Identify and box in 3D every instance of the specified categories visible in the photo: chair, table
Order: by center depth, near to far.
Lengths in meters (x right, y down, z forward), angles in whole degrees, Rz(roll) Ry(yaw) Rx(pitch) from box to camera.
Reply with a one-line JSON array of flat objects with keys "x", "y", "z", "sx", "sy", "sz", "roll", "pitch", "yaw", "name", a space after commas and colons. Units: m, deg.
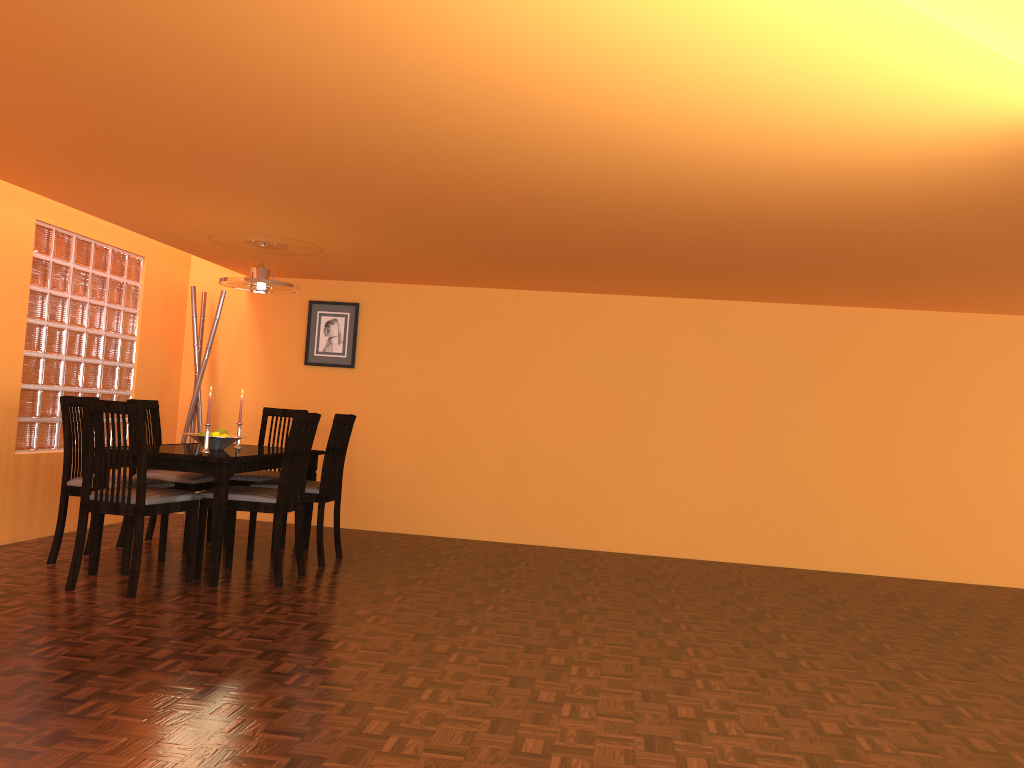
[{"x": -1.637, "y": 0.481, "z": 3.861, "sx": 0.373, "sy": 0.809, "sz": 0.465, "roll": 4, "pitch": -2, "yaw": 12, "name": "chair"}, {"x": -1.204, "y": 0.526, "z": 4.248, "sx": 0.465, "sy": 0.809, "sz": 0.373, "roll": 4, "pitch": -2, "yaw": 7, "name": "chair"}, {"x": -1.962, "y": 0.476, "z": 4.349, "sx": 0.465, "sy": 0.809, "sz": 0.373, "roll": 4, "pitch": -2, "yaw": 7, "name": "chair"}, {"x": -1.526, "y": 0.628, "z": 4.570, "sx": 0.697, "sy": 0.584, "sz": 1.259, "roll": 4, "pitch": -2, "yaw": 7, "name": "table"}, {"x": -1.131, "y": 0.552, "z": 4.820, "sx": 0.465, "sy": 0.809, "sz": 0.373, "roll": 4, "pitch": -2, "yaw": 7, "name": "chair"}, {"x": -1.889, "y": 0.503, "z": 4.920, "sx": 0.465, "sy": 0.809, "sz": 0.373, "roll": 4, "pitch": -2, "yaw": 7, "name": "chair"}, {"x": -1.444, "y": 0.548, "z": 5.309, "sx": 0.373, "sy": 0.809, "sz": 0.465, "roll": 4, "pitch": -2, "yaw": 2, "name": "chair"}]

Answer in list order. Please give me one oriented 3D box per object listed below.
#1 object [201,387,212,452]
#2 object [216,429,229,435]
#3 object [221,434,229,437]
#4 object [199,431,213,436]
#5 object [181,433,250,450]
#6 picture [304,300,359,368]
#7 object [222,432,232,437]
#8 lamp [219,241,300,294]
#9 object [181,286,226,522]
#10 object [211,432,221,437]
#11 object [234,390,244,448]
[{"x": -1.464, "y": 0.165, "z": 4.278, "sx": 0.044, "sy": 0.326, "sz": 0.044, "roll": 4, "pitch": -2, "yaw": -4, "name": "object"}, {"x": -1.512, "y": 0.266, "z": 4.616, "sx": 0.069, "sy": 0.066, "sz": 0.069, "roll": 3, "pitch": -2, "yaw": 17, "name": "object"}, {"x": -1.460, "y": 0.278, "z": 4.494, "sx": 0.055, "sy": 0.046, "sz": 0.046, "roll": 5, "pitch": -2, "yaw": -30, "name": "object"}, {"x": -1.553, "y": 0.280, "z": 4.520, "sx": 0.089, "sy": 0.076, "sz": 0.087, "roll": 3, "pitch": -2, "yaw": 14, "name": "object"}, {"x": -1.521, "y": 0.299, "z": 4.543, "sx": 0.337, "sy": 0.072, "sz": 0.337, "roll": 5, "pitch": -2, "yaw": -26, "name": "object"}, {"x": -1.256, "y": -0.347, "z": 6.178, "sx": 0.361, "sy": 0.456, "sz": 0.014, "roll": 4, "pitch": -2, "yaw": 7, "name": "picture"}, {"x": -1.460, "y": 0.281, "z": 4.556, "sx": 0.055, "sy": 0.070, "sz": 0.066, "roll": 4, "pitch": -2, "yaw": -11, "name": "object"}, {"x": -1.395, "y": -0.647, "z": 4.934, "sx": 0.435, "sy": 0.274, "sz": 0.435, "roll": 3, "pitch": -2, "yaw": 30, "name": "lamp"}, {"x": -2.130, "y": 0.138, "z": 6.015, "sx": 0.308, "sy": 1.589, "sz": 0.226, "roll": 3, "pitch": -2, "yaw": 29, "name": "object"}, {"x": -1.488, "y": 0.263, "z": 4.453, "sx": 0.046, "sy": 0.046, "sz": 0.055, "roll": 4, "pitch": -2, "yaw": -10, "name": "object"}, {"x": -1.479, "y": 0.185, "z": 4.826, "sx": 0.044, "sy": 0.326, "sz": 0.044, "roll": 4, "pitch": -2, "yaw": -4, "name": "object"}]
